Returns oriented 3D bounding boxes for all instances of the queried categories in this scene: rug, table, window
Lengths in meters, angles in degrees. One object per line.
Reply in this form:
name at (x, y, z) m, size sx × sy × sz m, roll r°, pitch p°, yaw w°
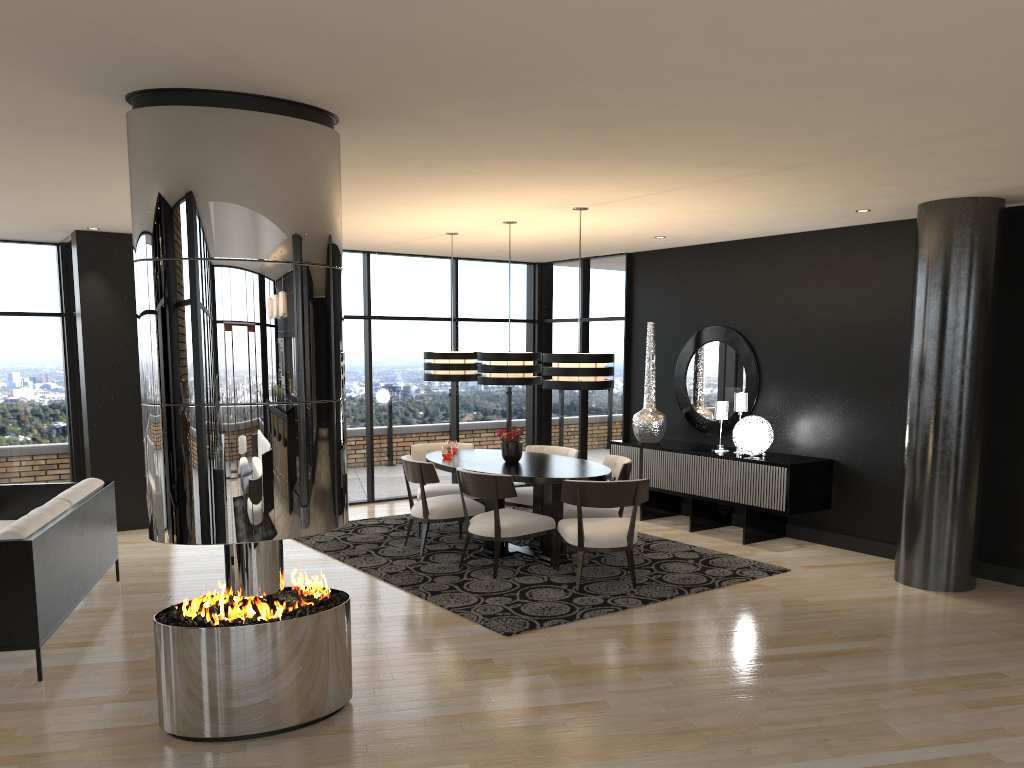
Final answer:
rug at (-0.017, 1.417, 7.591) m, size 2.709 × 0.011 × 3.700 m, roll -2°, pitch 3°, yaw -36°
table at (0.009, 1.039, 7.480) m, size 1.205 × 0.777 × 2.093 m, roll -3°, pitch 4°, yaw -34°
window at (-0.601, -0.762, 2.053) m, size 10.108 × 4.833 × 15.775 m, roll -2°, pitch 3°, yaw -27°

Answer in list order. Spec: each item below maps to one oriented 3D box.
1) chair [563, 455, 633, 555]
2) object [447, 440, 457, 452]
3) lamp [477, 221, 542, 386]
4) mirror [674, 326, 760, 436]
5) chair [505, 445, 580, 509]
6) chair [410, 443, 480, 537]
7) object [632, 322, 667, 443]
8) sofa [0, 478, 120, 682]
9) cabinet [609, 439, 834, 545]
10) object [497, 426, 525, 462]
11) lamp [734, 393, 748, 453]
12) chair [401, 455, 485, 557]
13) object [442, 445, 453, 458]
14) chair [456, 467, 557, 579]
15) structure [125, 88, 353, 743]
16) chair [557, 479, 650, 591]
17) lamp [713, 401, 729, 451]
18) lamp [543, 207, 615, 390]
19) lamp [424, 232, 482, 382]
chair at (0.690, 1.026, 7.421) m, size 0.616 × 0.815 × 0.636 m, roll -1°, pitch 6°, yaw -7°
object at (-0.547, 0.570, 8.074) m, size 0.095 × 0.107 × 0.094 m, roll 2°, pitch 6°, yaw 20°
lamp at (-0.019, -0.664, 7.290) m, size 0.533 × 1.343 × 0.531 m, roll -5°, pitch 9°, yaw -36°
mirror at (1.996, -0.027, 8.670) m, size 0.025 × 1.089 × 1.069 m, roll -5°, pitch 7°, yaw -36°
chair at (0.258, 0.996, 8.087) m, size 0.640 × 0.815 × 0.612 m, roll 5°, pitch 8°, yaw 40°
chair at (-0.623, 0.984, 8.323) m, size 0.642 × 0.815 × 0.610 m, roll -1°, pitch 6°, yaw -15°
object at (1.396, -0.011, 8.906) m, size 0.343 × 1.222 × 0.340 m, roll -4°, pitch 8°, yaw -26°
sofa at (-3.077, 1.101, 5.411) m, size 0.838 × 0.811 × 2.015 m, roll -1°, pitch 3°, yaw -13°
cabinet at (1.900, 1.006, 8.447) m, size 0.608 × 0.774 × 2.223 m, roll -4°, pitch 5°, yaw -35°
object at (-0.007, 0.505, 7.403) m, size 0.228 × 0.301 × 0.236 m, roll -4°, pitch 7°, yaw -33°
lamp at (2.107, 0.356, 8.152) m, size 0.124 × 0.556 × 0.131 m, roll 2°, pitch 8°, yaw 17°
chair at (-0.614, 1.019, 7.493) m, size 0.615 × 0.815 × 0.637 m, roll -3°, pitch 6°, yaw -25°
object at (-0.561, 0.589, 7.644) m, size 0.095 × 0.107 × 0.094 m, roll -2°, pitch 6°, yaw -24°
chair at (-0.085, 1.050, 6.816) m, size 0.613 × 0.815 × 0.639 m, roll -5°, pitch 8°, yaw -42°
structure at (-1.191, 0.191, 4.000) m, size 0.890 × 2.772 × 0.581 m, roll -3°, pitch 8°, yaw -25°
chair at (0.649, 1.066, 6.472) m, size 0.642 × 0.815 × 0.610 m, roll -1°, pitch 6°, yaw -7°
lamp at (1.957, 0.393, 8.264) m, size 0.132 × 0.470 × 0.123 m, roll -2°, pitch 8°, yaw -13°
lamp at (0.501, -0.631, 6.564) m, size 0.533 × 1.343 × 0.531 m, roll -5°, pitch 9°, yaw -36°
lamp at (-0.539, -0.696, 8.016) m, size 0.533 × 1.343 × 0.531 m, roll -5°, pitch 9°, yaw -36°
